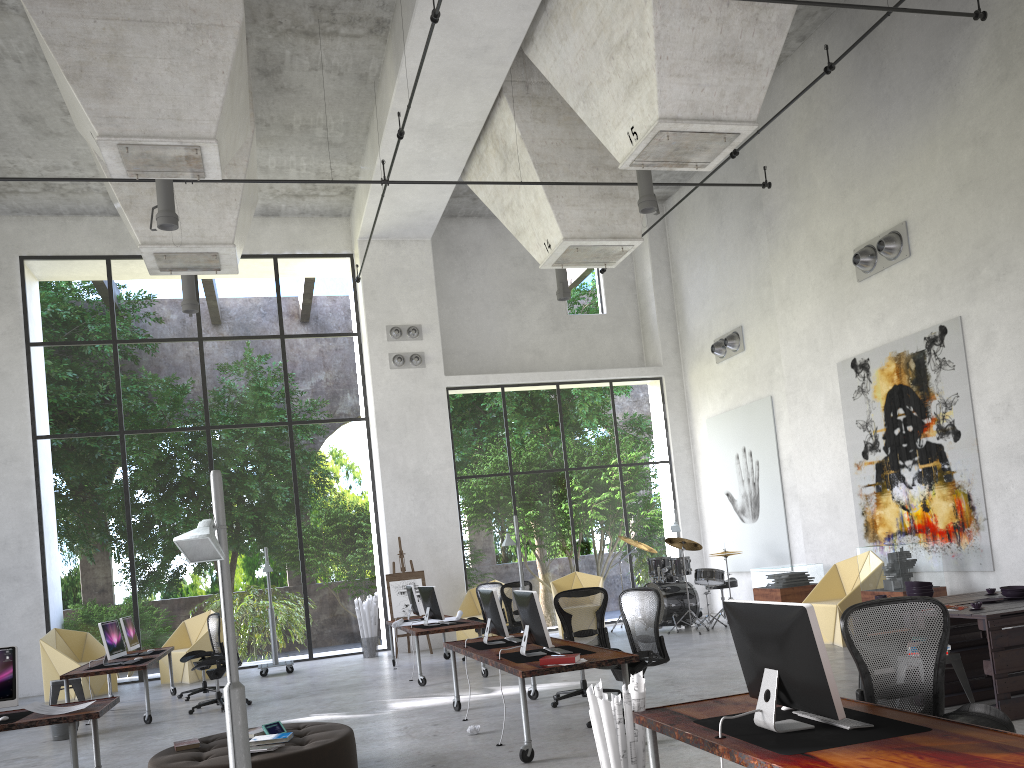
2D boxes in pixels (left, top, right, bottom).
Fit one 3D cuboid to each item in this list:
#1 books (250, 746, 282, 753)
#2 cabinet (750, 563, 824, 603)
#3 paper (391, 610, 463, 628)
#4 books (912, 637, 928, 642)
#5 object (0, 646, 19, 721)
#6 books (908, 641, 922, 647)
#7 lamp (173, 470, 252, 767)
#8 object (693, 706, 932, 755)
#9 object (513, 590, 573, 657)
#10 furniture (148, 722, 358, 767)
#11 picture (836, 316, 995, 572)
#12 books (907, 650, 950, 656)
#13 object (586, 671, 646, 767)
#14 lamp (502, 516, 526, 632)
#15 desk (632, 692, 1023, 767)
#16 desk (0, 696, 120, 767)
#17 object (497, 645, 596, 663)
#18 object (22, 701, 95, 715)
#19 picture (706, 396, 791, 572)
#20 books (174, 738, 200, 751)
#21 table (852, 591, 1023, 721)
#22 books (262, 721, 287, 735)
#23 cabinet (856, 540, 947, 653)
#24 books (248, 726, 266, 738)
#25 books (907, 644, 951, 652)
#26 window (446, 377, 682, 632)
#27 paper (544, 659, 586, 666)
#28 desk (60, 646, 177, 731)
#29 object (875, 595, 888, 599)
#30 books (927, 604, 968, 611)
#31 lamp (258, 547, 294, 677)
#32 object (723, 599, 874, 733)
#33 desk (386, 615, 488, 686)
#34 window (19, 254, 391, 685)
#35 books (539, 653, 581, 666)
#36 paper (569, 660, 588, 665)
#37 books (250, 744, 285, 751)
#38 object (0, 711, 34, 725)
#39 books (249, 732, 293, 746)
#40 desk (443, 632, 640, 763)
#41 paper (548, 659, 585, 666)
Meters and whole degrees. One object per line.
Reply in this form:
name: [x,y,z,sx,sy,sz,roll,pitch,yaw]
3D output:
books: [-1.814,2.599,6.235,0.300,0.031,0.223,-6,-11,-1]
cabinet: [4.083,3.179,12.905,0.741,1.003,0.747,-4,-6,-16]
paper: [-1.253,3.531,13.204,1.073,0.104,0.993,-5,-11,-6]
books: [3.231,1.986,6.833,0.206,0.025,0.144,-12,-12,30]
object: [-4.263,2.365,6.841,0.712,0.548,0.383,-4,-6,-14]
books: [3.230,2.015,6.835,0.257,0.032,0.175,-13,-13,35]
lamp: [-1.331,1.478,4.205,0.581,2.132,0.600,-6,-4,9]
object: [1.279,1.502,3.859,0.685,0.008,0.864,-3,-11,-14]
object: [0.245,2.040,7.552,0.376,0.546,0.727,-4,-8,-14]
furniture: [-1.934,2.904,6.639,1.503,0.424,1.536,-3,-11,-14]
picture: [5.134,0.935,11.410,0.020,2.988,2.392,-5,-6,-16]
books: [3.240,2.080,6.826,0.287,0.034,0.199,-12,-12,30]
object: [0.591,1.981,4.642,0.320,0.928,0.344,-6,-4,2]
lamp: [0.152,2.962,12.642,0.594,2.132,0.586,-5,-4,-16]
desk: [1.507,1.701,3.166,0.961,0.715,3.189,-4,-11,-16]
desk: [-4.740,3.034,6.724,3.119,0.717,0.991,-3,-9,-16]
object: [0.277,2.319,7.536,0.685,0.008,0.864,-3,-11,-14]
object: [-3.595,2.557,6.984,0.469,0.085,0.443,-3,-11,-12]
picture: [4.296,1.941,16.143,0.020,2.988,2.375,-5,-6,-16]
books: [-2.485,2.754,6.710,0.174,0.032,0.259,-1,-12,-24]
table: [4.062,2.234,7.435,1.501,0.787,1.631,-3,-10,-16]
books: [-1.839,2.681,6.802,0.144,0.102,0.208,-1,-11,-30]
cabinet: [4.618,2.512,10.365,0.592,1.243,0.754,-5,-5,-16]
books: [-1.983,2.731,6.897,0.199,0.034,0.286,-12,-12,29]
books: [3.236,2.046,6.828,0.286,0.033,0.200,-9,-11,15]
window: [1.153,2.372,17.375,4.548,4.848,0.020,-4,-4,-16]
paper: [0.412,2.163,6.822,0.292,0.001,0.212,-9,-11,16]
desk: [-5.212,4.085,11.884,0.961,0.715,3.189,-4,-11,-16]
object: [3.288,1.930,7.793,0.100,0.108,0.132,-3,-8,-24]
books: [3.532,1.826,7.173,0.309,0.030,0.223,-15,-14,41]
lamp: [-4.070,3.824,14.837,0.578,2.132,0.603,-5,-4,-16]
object: [1.247,1.223,3.875,0.376,0.546,0.727,-4,-8,-14]
desk: [-1.150,3.876,12.961,0.971,0.715,3.188,-4,-11,-16]
window: [-5.592,1.435,16.354,5.944,7.778,0.068,-4,-4,-16]
books: [0.375,2.135,6.810,0.286,0.051,0.205,-9,-11,16]
paper: [0.411,2.162,6.822,0.210,0.001,0.295,4,-15,-43]
books: [-1.806,2.595,6.260,0.303,0.039,0.222,-10,-11,19]
object: [-4.235,2.644,6.822,0.846,0.008,0.700,-3,-11,-14]
books: [-1.792,2.643,6.541,0.284,0.033,0.201,-5,-11,-3]
desk: [0.143,2.804,8.125,0.971,0.715,3.188,-4,-11,-16]
paper: [0.420,2.160,6.823,0.290,0.001,0.213,-6,-11,1]
